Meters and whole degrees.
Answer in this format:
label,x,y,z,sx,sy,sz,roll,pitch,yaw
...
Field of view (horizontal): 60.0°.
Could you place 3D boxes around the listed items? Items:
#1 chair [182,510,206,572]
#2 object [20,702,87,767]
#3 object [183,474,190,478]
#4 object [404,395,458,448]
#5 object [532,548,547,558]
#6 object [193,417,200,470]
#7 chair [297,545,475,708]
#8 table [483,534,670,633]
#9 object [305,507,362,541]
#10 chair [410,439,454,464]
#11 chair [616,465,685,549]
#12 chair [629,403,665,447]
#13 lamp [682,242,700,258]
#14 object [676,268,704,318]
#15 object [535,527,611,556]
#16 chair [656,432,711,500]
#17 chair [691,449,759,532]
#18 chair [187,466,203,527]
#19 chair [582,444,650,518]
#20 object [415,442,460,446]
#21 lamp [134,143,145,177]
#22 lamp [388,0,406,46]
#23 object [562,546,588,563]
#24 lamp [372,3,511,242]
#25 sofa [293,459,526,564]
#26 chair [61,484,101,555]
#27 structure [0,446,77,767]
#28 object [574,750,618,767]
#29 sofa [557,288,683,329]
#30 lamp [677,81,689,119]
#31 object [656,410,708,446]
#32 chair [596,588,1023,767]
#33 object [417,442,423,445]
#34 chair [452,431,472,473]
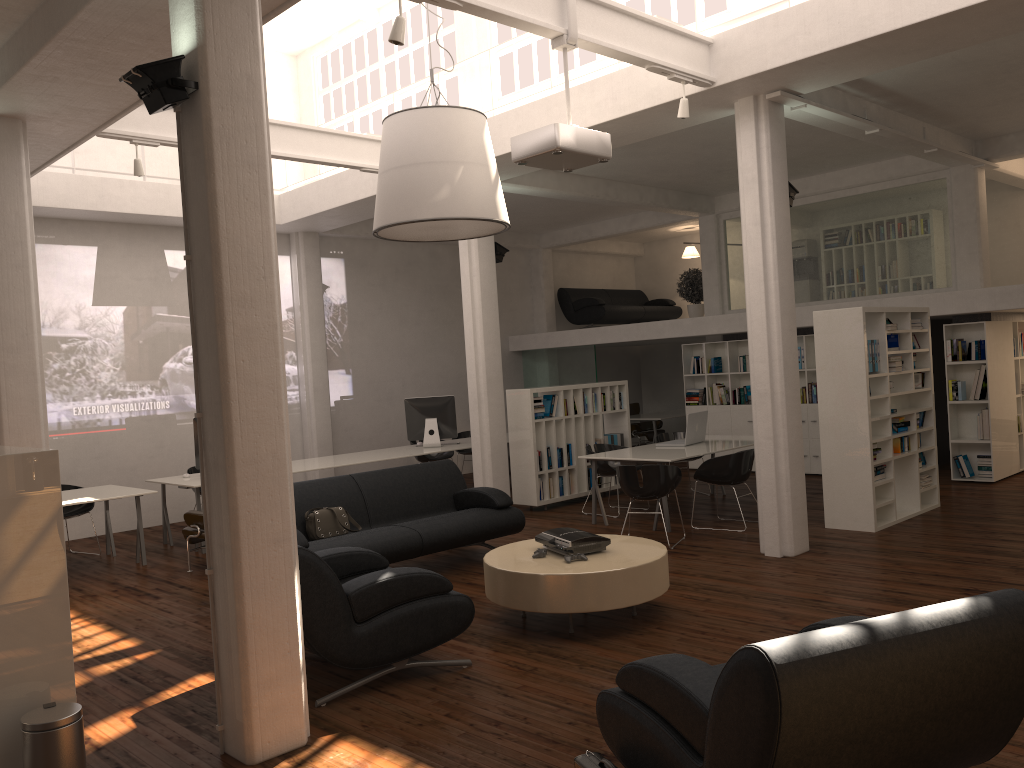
label,x,y,z,sx,sy,sz,roll,pitch,yaw
chair,-3.487,1.659,11.092,0.991,1.183,0.994,-3,1,21
object,-2.557,2.069,4.966,0.415,0.465,0.311,-3,1,29
object,-4.749,1.336,12.940,0.108,0.052,0.194,-4,1,-25
object,-1.421,0.666,15.562,0.886,0.888,0.347,-4,1,1
object,0.241,1.476,7.772,0.119,0.062,0.193,-3,1,7
object,-4.101,0.882,12.773,0.886,0.888,0.347,-4,1,-24
chair,-1.282,1.625,6.848,1.481,1.130,1.454,-4,1,-33
table,0.572,1.772,7.862,1.616,0.570,1.616,-3,1,39
object,-1.949,1.500,9.598,0.586,0.352,0.331,-4,1,-29
chair,-1.549,1.536,16.898,0.795,1.004,0.757,-5,1,-44
chair,1.654,1.437,10.784,0.795,1.004,0.757,-3,1,21
chair,3.114,1.066,21.645,0.994,1.183,0.991,-5,1,-44
lamp,4.908,-3.203,20.402,0.447,0.513,2.635,-4,1,-34
object,3.864,-1.884,18.651,0.793,1.127,0.770,-3,1,44
object,0.538,1.404,7.914,0.471,0.163,0.558,-4,1,-24
chair,2.734,1.308,14.441,0.795,1.004,0.757,-4,1,-9
chair,2.824,1.351,11.574,0.757,1.004,0.795,-3,1,41
chair,-4.673,1.784,13.878,0.795,1.004,0.757,-4,1,-39
chair,1.501,1.407,13.196,0.795,1.004,0.757,-5,1,-44
object,-1.340,1.082,15.975,0.804,0.032,0.217,-4,1,1
lamp,-4.133,-2.473,9.820,0.117,0.357,0.136,-4,1,-38
lamp,-0.838,-2.623,6.389,0.136,0.357,0.117,-3,1,40
object,0.512,1.445,7.538,0.193,0.099,0.231,-4,1,-21
lamp,-0.836,-3.662,8.845,1.386,4.284,1.386,-4,1,-30
sofa,-1.442,1.589,9.909,3.087,1.119,1.467,-5,1,-44
chair,-6.234,1.910,12.216,0.757,1.004,0.795,-3,1,36
structure,-5.442,1.529,4.799,4.752,1.914,3.131,-5,1,-44
object,0.436,1.941,4.136,0.271,0.376,0.618,-4,1,-28
sofa,2.703,-1.851,21.856,3.087,1.119,1.467,-5,1,-44
lamp,1.708,-2.825,8.850,0.117,0.357,0.136,-4,1,-38
object,2.534,0.659,13.211,0.557,0.470,0.702,-3,1,36
chair,1.355,1.504,4.163,1.454,1.130,1.481,-4,1,-23
object,-1.688,1.087,16.237,0.108,0.052,0.194,-4,1,2
chair,-0.794,1.471,17.980,0.795,1.004,0.757,-4,1,1
